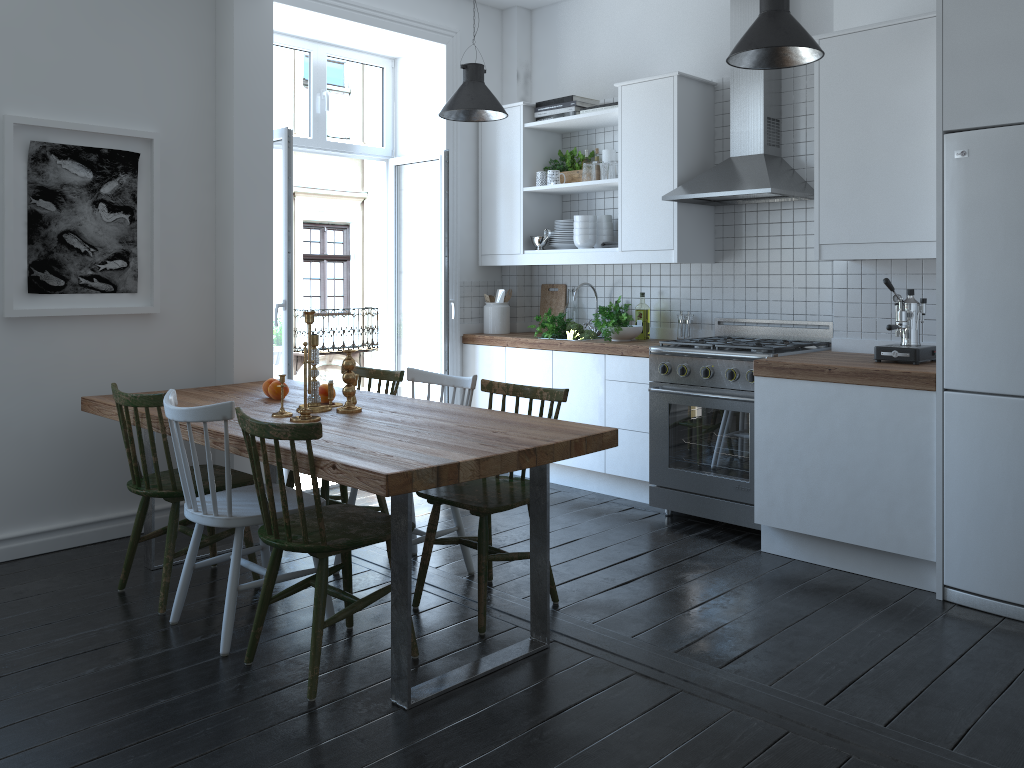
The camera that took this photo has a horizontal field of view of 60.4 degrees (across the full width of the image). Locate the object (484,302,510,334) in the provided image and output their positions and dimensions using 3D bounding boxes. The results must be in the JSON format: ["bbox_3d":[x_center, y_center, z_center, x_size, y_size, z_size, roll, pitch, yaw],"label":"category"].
[{"bbox_3d":[-0.101,-0.440,5.875,0.174,0.208,0.174,-2,4,-41],"label":"object"}]

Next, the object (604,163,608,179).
[{"bbox_3d":[0.577,-1.277,5.326,0.086,0.119,0.086,1,2,13],"label":"object"}]

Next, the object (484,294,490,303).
[{"bbox_3d":[-0.149,-0.472,5.881,0.054,0.262,0.149,0,2,19],"label":"object"}]

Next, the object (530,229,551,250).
[{"bbox_3d":[0.183,-0.912,5.575,0.102,0.134,0.211,-2,5,-33],"label":"object"}]

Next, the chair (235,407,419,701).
[{"bbox_3d":[-0.603,0.490,2.843,0.468,0.826,0.486,2,2,43],"label":"chair"}]

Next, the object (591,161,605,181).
[{"bbox_3d":[0.515,-1.269,5.260,0.086,0.119,0.086,-1,3,-22],"label":"object"}]

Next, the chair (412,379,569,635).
[{"bbox_3d":[-0.080,0.427,3.373,0.468,0.826,0.486,2,2,43],"label":"chair"}]

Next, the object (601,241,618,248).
[{"bbox_3d":[0.641,-0.828,5.268,0.246,0.042,0.278,5,8,37],"label":"object"}]

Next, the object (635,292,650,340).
[{"bbox_3d":[0.786,-0.411,5.310,0.066,0.282,0.066,0,0,40],"label":"object"}]

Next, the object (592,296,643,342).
[{"bbox_3d":[0.610,-0.386,5.163,0.272,0.268,0.339,2,5,35],"label":"object"}]

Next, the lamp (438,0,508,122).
[{"bbox_3d":[-0.997,-1.283,5.693,2.707,2.506,0.493,4,3,45],"label":"lamp"}]

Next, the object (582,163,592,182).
[{"bbox_3d":[0.464,-1.277,5.331,0.086,0.119,0.086,-1,3,-22],"label":"object"}]

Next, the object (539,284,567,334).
[{"bbox_3d":[0.273,-0.507,5.924,0.220,0.330,0.041,2,2,45],"label":"object"}]

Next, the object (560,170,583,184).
[{"bbox_3d":[0.406,-1.308,5.653,0.394,0.103,0.153,6,8,44],"label":"object"}]

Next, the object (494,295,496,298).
[{"bbox_3d":[-0.081,-0.469,5.907,0.118,0.250,0.033,1,1,45],"label":"object"}]

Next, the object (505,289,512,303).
[{"bbox_3d":[-0.050,-0.488,5.878,0.131,0.296,0.056,0,0,24],"label":"object"}]

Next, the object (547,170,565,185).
[{"bbox_3d":[0.274,-1.293,5.542,0.108,0.100,0.083,2,4,34],"label":"object"}]

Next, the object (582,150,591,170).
[{"bbox_3d":[0.471,-1.369,5.571,0.060,0.225,0.060,0,1,27],"label":"object"}]

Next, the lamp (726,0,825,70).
[{"bbox_3d":[1.068,-1.791,3.583,0.386,0.939,0.385,-1,1,-37],"label":"lamp"}]

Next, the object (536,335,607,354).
[{"bbox_3d":[0.391,-0.233,5.441,0.373,0.111,0.355,6,9,44],"label":"object"}]

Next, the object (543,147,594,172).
[{"bbox_3d":[0.353,-1.400,5.706,0.348,0.254,0.164,3,3,35],"label":"object"}]

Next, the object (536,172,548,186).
[{"bbox_3d":[0.197,-1.304,5.640,0.083,0.100,0.109,1,4,14],"label":"object"}]

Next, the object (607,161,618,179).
[{"bbox_3d":[0.607,-1.267,5.244,0.086,0.119,0.086,1,2,13],"label":"object"}]

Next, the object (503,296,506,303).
[{"bbox_3d":[-0.054,-0.466,5.886,0.050,0.247,0.115,0,1,9],"label":"object"}]

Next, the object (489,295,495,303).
[{"bbox_3d":[-0.128,-0.469,5.893,0.061,0.251,0.117,0,1,-16],"label":"object"}]

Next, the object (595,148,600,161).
[{"bbox_3d":[0.538,-1.373,5.567,0.056,0.233,0.056,0,1,-43],"label":"object"}]

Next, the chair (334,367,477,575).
[{"bbox_3d":[-0.418,0.376,3.730,0.467,0.841,0.510,2,2,44],"label":"chair"}]

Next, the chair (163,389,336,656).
[{"bbox_3d":[-0.972,0.444,3.155,0.467,0.841,0.510,2,2,44],"label":"chair"}]

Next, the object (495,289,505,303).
[{"bbox_3d":[-0.096,-0.487,5.883,0.064,0.290,0.141,0,1,18],"label":"object"}]

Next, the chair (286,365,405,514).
[{"bbox_3d":[-0.787,0.347,4.041,0.468,0.826,0.486,2,2,43],"label":"chair"}]

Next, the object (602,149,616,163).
[{"bbox_3d":[0.606,-1.346,5.488,0.085,0.222,0.085,-1,1,-38],"label":"object"}]

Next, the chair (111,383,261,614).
[{"bbox_3d":[-1.310,0.410,3.512,0.468,0.826,0.486,2,2,43],"label":"chair"}]

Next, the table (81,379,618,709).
[{"bbox_3d":[-0.774,0.465,3.507,2.234,0.714,1.021,6,7,44],"label":"table"}]

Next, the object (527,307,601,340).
[{"bbox_3d":[0.325,-0.319,5.414,0.469,0.307,0.285,1,3,17],"label":"object"}]
